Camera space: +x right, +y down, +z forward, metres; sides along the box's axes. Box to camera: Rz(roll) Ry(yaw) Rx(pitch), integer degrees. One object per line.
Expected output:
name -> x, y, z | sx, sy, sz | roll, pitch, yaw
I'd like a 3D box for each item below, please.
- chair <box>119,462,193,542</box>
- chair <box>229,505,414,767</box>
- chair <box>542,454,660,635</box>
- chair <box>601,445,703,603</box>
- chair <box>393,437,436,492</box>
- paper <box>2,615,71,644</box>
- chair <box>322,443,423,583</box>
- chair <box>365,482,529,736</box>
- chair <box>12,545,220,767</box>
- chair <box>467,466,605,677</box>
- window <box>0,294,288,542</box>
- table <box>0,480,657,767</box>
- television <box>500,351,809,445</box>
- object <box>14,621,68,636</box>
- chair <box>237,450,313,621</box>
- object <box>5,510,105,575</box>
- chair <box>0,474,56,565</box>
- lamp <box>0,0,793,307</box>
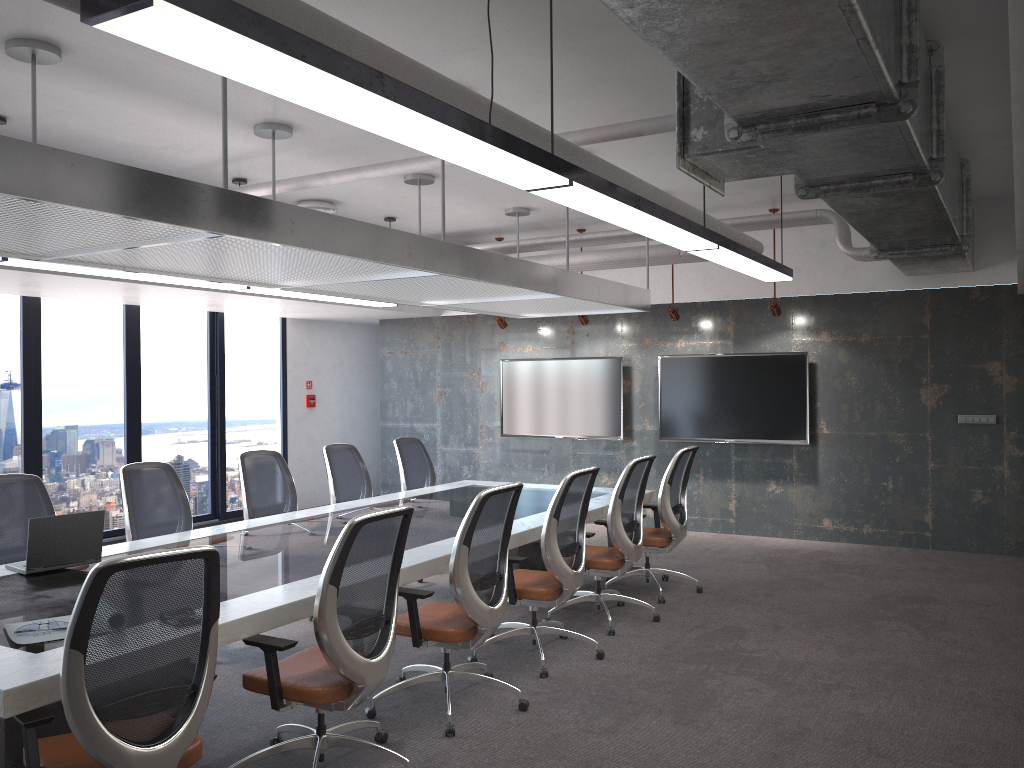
chair -> -2.097, 1.093, 5.663 | 0.828, 1.166, 0.789 | -1, 0, -6
chair -> -0.809, 1.081, 3.727 | 0.828, 1.166, 0.789 | -1, 0, -6
chair -> 0.605, 1.066, 6.193 | 0.828, 1.166, 0.789 | -1, 0, -6
chair -> 1.077, 1.061, 7.015 | 0.828, 1.166, 0.789 | -1, 0, -6
chair -> -0.683, 1.078, 8.130 | 0.828, 1.166, 0.789 | -1, 0, -6
paper -> -1.704, 0.890, 3.373 | 0.379, 0.069, 0.348 | -1, 0, -35
chair -> -1.154, 1.083, 7.308 | 0.828, 1.166, 0.789 | -1, 0, -6
chair -> -0.338, 1.076, 4.549 | 0.828, 1.166, 0.789 | -1, 0, -6
chair -> -1.323, 1.086, 2.932 | 0.828, 1.166, 0.789 | -1, 0, 9
chair -> 0.134, 1.071, 5.371 | 0.828, 1.166, 0.789 | -1, 0, -6
window -> -5.301, 0.353, 7.730 | 0.121, 2.670, 9.225 | -1, 0, 30
table -> -0.976, 1.286, 5.520 | 1.898, 0.745, 5.498 | -1, 0, 30
television -> 1.469, 0.159, 10.024 | 3.667, 0.960, 0.101 | -1, 0, 30
object -> -1.736, 0.905, 3.290 | 0.200, 0.036, 0.049 | -1, 0, -23
chair -> -1.652, 1.088, 6.618 | 0.828, 1.166, 0.789 | -1, 0, 0
object -> -2.322, 0.787, 4.509 | 0.308, 0.277, 0.366 | -1, 0, 40
chair -> -2.628, 1.099, 4.873 | 0.828, 1.166, 0.789 | -1, 0, 5
lamp -> -1.037, -1.239, 5.439 | 4.126, 0.908, 6.097 | -1, 0, 30
